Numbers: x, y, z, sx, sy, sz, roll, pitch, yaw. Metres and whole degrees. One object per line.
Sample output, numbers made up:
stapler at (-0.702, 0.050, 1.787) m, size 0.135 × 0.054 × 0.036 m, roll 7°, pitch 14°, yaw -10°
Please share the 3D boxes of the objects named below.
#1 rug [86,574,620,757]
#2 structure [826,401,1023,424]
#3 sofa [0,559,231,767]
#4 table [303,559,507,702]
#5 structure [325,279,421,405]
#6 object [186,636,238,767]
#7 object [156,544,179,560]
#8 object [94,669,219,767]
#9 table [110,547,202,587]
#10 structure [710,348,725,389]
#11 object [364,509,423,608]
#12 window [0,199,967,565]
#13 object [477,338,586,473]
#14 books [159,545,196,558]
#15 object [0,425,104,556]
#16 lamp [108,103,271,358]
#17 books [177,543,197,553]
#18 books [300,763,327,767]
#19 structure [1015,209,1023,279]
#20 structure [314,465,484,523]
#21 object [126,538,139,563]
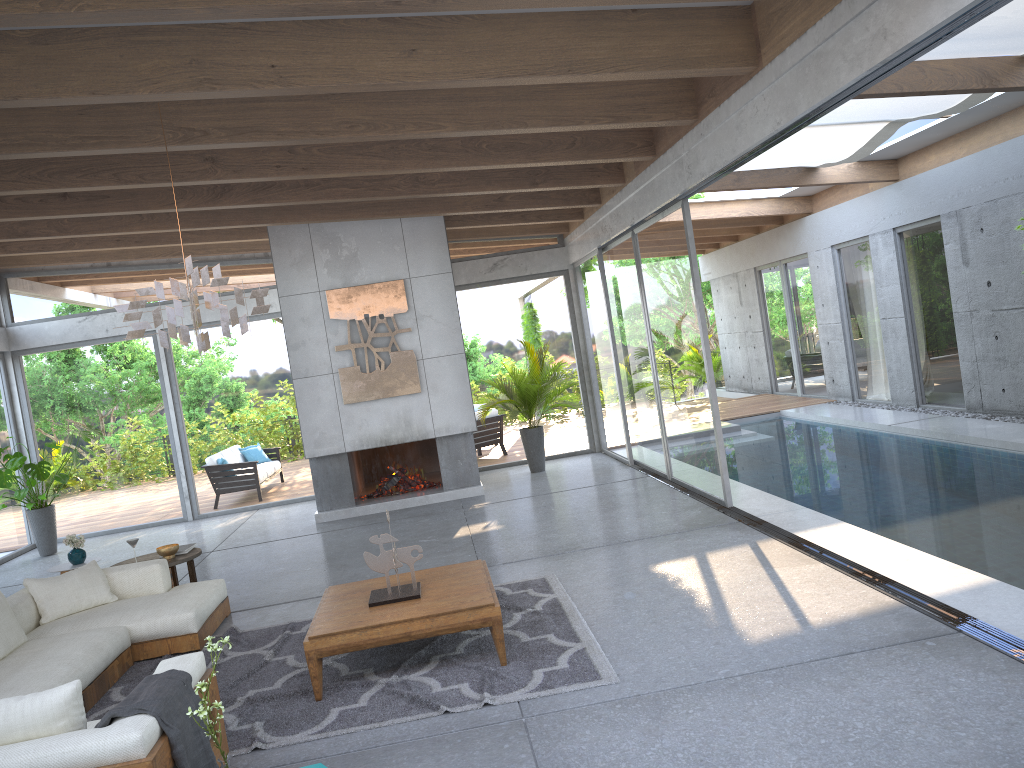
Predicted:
rug at (-1.145, 1.641, 5.244) m, size 3.186 × 0.056 × 2.187 m, roll -9°, pitch 2°, yaw -5°
structure at (5.977, 0.464, 7.711) m, size 0.477 × 0.068 × 13.673 m, roll -9°, pitch 2°, yaw -6°
sofa at (-2.436, 1.574, 4.961) m, size 1.965 × 0.777 × 3.733 m, roll -9°, pitch 2°, yaw -6°
table at (-0.609, 1.411, 5.237) m, size 1.048 × 0.352 × 1.112 m, roll -9°, pitch 2°, yaw -6°
structure at (-1.622, -0.494, 10.411) m, size 0.919 × 1.351 × 0.041 m, roll -9°, pitch 2°, yaw -6°
object at (-1.084, 1.285, 3.242) m, size 0.171 × 0.750 × 0.238 m, roll -8°, pitch 2°, yaw 16°
object at (-2.757, 1.351, 7.117) m, size 0.173 × 0.097 × 0.173 m, roll -10°, pitch 3°, yaw -26°
object at (-1.540, 1.602, 3.598) m, size 0.857 × 0.704 × 0.472 m, roll -9°, pitch 2°, yaw -9°
table at (-2.856, 1.636, 7.180) m, size 0.725 × 0.441 × 0.725 m, roll -11°, pitch 3°, yaw -44°
structure at (-5.371, 1.683, 13.109) m, size 15.587 × 3.022 × 31.708 m, roll -7°, pitch 3°, yaw 35°
object at (-0.703, 0.986, 5.240) m, size 0.346 × 0.518 × 0.379 m, roll -9°, pitch 2°, yaw -6°
window at (-0.940, -0.237, 4.874) m, size 14.294 × 3.764 × 23.280 m, roll -9°, pitch 2°, yaw -6°
object at (0.223, 0.267, 11.845) m, size 1.484 × 1.819 × 1.798 m, roll -9°, pitch 2°, yaw 1°
books at (-2.770, 1.384, 7.359) m, size 0.220 × 0.015 × 0.303 m, roll -9°, pitch 2°, yaw -6°
object at (-6.013, 1.387, 11.246) m, size 1.416 × 1.540 × 1.731 m, roll -8°, pitch 2°, yaw 14°
lamp at (-1.930, -0.827, 4.945) m, size 0.862 × 1.400 × 0.636 m, roll -7°, pitch 3°, yaw 41°
books at (-2.764, 1.370, 7.357) m, size 0.205 × 0.012 × 0.290 m, roll -9°, pitch 2°, yaw 0°
books at (-0.910, 1.658, 3.734) m, size 0.288 × 0.074 × 0.219 m, roll -10°, pitch 3°, yaw -30°
structure at (3.840, -0.492, 4.434) m, size 2.739 × 2.687 × 10.282 m, roll -8°, pitch 2°, yaw 12°
structure at (-1.474, 1.171, 11.597) m, size 2.012 × 0.595 × 2.203 m, roll -9°, pitch 2°, yaw -6°
object at (-2.970, 1.330, 6.983) m, size 0.099 × 0.212 × 0.099 m, roll -8°, pitch 3°, yaw 25°
